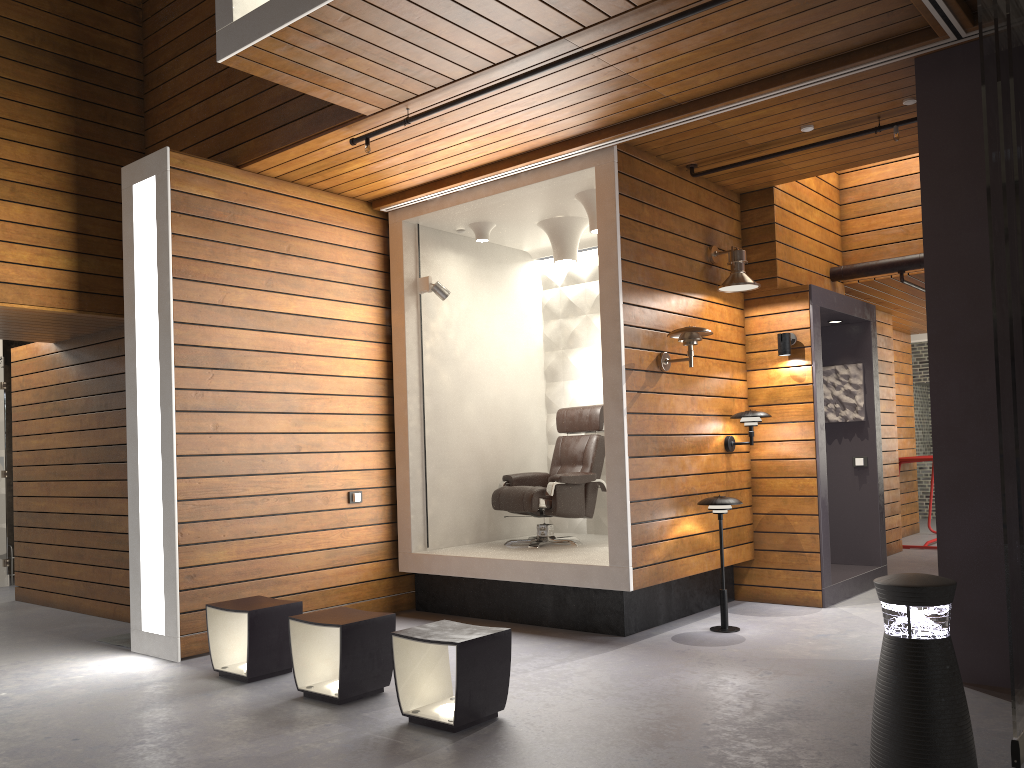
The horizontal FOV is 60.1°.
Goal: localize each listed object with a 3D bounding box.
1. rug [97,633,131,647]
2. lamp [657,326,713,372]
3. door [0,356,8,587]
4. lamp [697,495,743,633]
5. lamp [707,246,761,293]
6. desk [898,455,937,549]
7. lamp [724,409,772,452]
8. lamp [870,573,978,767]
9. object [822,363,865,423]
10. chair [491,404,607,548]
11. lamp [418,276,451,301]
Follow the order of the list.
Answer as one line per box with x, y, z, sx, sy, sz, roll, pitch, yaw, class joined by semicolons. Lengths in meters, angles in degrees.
-2.113;1.740;6.425;0.541;0.014;1.578;-6;-6;39;rug
1.096;-0.228;5.582;0.352;0.270;0.288;-5;-4;40;lamp
-5.136;0.827;8.298;0.146;2.300;1.288;-2;-2;2;door
1.344;1.140;5.666;0.288;0.861;0.288;-3;-2;25;lamp
1.550;-0.825;6.178;0.346;0.330;0.294;-5;-4;42;lamp
4.933;1.322;10.141;0.846;0.983;1.717;-4;-4;40;desk
1.672;0.329;6.258;0.327;0.296;0.288;-5;-4;40;lamp
1.437;1.020;3.131;0.348;0.695;0.349;0;-3;-44;lamp
2.764;0.081;7.459;0.381;0.477;0.048;-4;-3;40;object
0.318;0.702;6.916;0.825;1.070;0.757;0;-3;-35;chair
-0.581;-0.709;6.577;0.249;0.188;0.129;-2;-3;9;lamp
